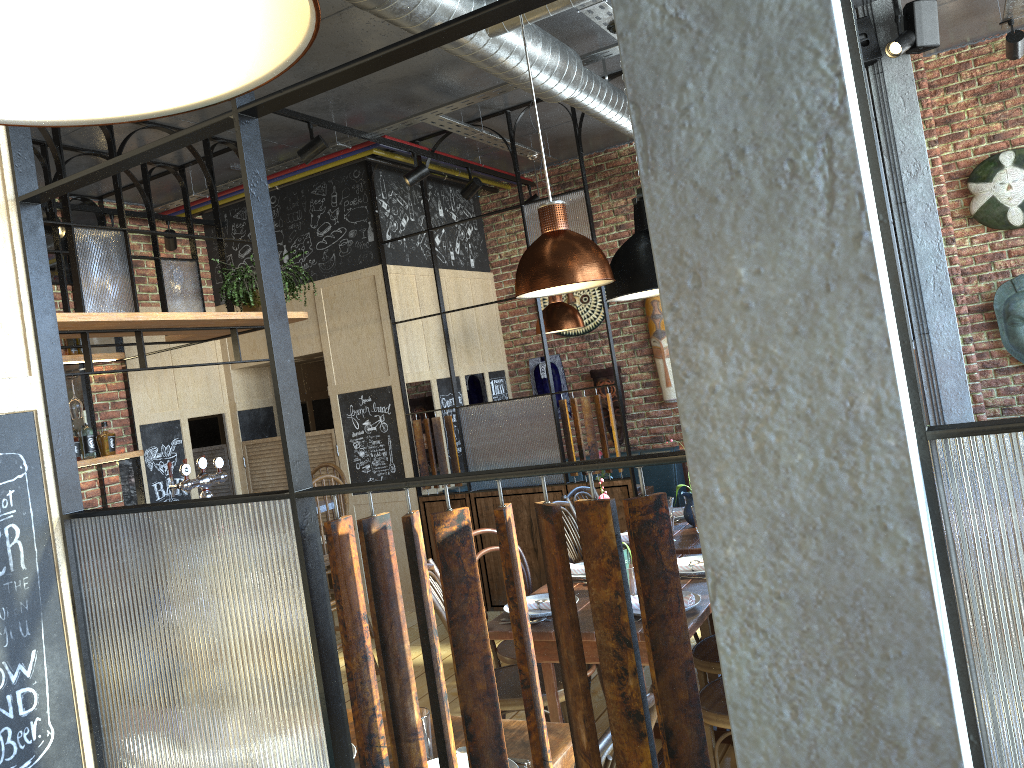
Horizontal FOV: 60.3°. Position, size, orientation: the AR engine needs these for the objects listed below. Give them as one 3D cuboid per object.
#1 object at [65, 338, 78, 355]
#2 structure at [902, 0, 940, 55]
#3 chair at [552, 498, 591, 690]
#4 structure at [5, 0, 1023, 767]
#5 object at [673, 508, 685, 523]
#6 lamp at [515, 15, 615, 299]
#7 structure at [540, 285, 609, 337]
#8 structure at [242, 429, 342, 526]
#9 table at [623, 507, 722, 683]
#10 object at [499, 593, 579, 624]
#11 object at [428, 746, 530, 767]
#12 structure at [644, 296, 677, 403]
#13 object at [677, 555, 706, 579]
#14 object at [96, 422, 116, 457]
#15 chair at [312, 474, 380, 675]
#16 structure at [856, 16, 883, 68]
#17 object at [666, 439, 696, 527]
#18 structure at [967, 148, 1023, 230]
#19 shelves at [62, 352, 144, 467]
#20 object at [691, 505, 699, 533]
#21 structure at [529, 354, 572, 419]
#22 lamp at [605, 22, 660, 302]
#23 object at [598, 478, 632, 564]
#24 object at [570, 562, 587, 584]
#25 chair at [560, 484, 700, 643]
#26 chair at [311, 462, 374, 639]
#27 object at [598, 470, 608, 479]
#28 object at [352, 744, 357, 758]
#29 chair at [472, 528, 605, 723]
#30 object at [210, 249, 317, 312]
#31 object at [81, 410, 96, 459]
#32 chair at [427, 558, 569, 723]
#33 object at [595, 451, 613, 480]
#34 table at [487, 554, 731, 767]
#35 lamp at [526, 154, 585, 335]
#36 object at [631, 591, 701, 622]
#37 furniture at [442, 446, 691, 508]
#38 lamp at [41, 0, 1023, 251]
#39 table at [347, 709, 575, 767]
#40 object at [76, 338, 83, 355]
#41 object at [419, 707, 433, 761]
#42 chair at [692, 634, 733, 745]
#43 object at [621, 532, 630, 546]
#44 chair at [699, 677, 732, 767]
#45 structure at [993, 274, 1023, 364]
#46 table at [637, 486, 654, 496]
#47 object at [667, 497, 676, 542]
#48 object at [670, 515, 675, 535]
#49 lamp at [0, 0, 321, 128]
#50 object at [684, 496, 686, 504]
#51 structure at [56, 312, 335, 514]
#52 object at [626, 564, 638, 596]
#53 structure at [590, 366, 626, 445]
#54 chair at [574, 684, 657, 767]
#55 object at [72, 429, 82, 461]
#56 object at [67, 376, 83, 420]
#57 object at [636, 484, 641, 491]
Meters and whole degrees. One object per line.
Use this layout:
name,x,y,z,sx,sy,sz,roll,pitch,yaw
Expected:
object,-2.997,-0.319,5.979,0.068,0.264,0.063,-10,-2,22
structure,2.184,-1.920,4.744,0.161,0.268,0.189,-9,-1,-21
chair,0.495,1.008,4.268,0.541,0.916,0.389,-10,-2,29
structure,-0.732,-0.009,3.850,6.156,3.329,5.726,-9,0,12
object,0.804,0.664,4.517,0.280,0.051,0.311,-9,0,32
lamp,0.089,-1.005,3.258,0.370,1.336,0.366,-9,-2,1
structure,0.505,-0.711,7.480,0.687,0.620,0.076,-9,-2,28
structure,-1.914,0.943,4.665,1.275,0.995,4.970,-9,0,1
table,0.968,1.033,4.226,0.756,0.728,0.991,-9,-1,28
object,0.094,0.785,3.136,0.280,0.051,0.311,-9,0,32
object,-0.108,0.824,1.850,0.280,0.051,0.311,-9,0,32
structure,1.207,-0.407,7.078,0.241,1.121,0.090,-10,-2,29
object,0.710,0.686,3.391,0.280,0.051,0.311,-9,0,32
object,-2.785,0.376,6.049,0.091,0.235,0.140,-9,-1,13
chair,-1.121,1.122,5.040,0.429,1.197,0.416,-10,-2,32
structure,1.916,-1.880,4.902,0.185,0.268,0.165,-9,-1,2
object,0.872,0.464,4.232,0.208,0.432,0.142,-8,-2,-43
structure,3.314,-1.287,5.819,0.552,0.521,0.141,-9,-2,29
shelves,-3.352,0.250,5.532,0.627,0.746,2.037,-10,0,27
object,0.877,0.620,4.061,0.086,0.120,0.083,-9,-1,11
structure,0.314,0.038,7.618,0.336,0.560,0.110,-10,-2,30
lamp,0.615,-1.099,4.291,0.552,1.328,0.505,-11,-2,41
object,0.342,0.555,3.272,0.142,0.427,0.209,-8,-2,-29
object,0.314,0.747,3.561,0.280,0.051,0.311,-9,0,32
chair,0.633,0.984,4.649,0.543,0.916,0.388,-10,-2,33
chair,-1.275,1.142,5.851,0.454,1.197,0.394,-10,-2,38
object,0.684,0.725,6.528,0.100,0.192,0.097,-9,-2,8
object,-0.507,0.885,2.050,0.280,0.051,0.311,-9,0,32
chair,0.109,1.073,3.715,0.418,0.922,0.574,-8,-2,-45
object,-1.502,-0.606,5.406,0.614,0.370,0.492,-9,0,7
object,-2.873,0.343,5.961,0.072,0.330,0.079,-8,-2,-38
chair,-0.021,1.095,3.277,0.525,0.916,0.402,-9,-2,4
object,0.634,0.616,6.173,0.149,0.427,0.199,-9,-2,6
table,0.477,1.116,3.257,0.756,0.728,0.991,-9,-1,28
lamp,0.257,-1.051,6.573,0.380,1.336,0.356,-10,-2,21
object,0.498,0.722,2.947,0.280,0.051,0.311,-9,0,32
furniture,0.474,1.046,6.793,1.499,0.823,1.433,-9,0,29
lamp,-0.465,-1.458,3.937,6.507,0.274,6.945,-9,0,28
table,-0.258,1.240,1.943,0.779,0.728,0.721,-9,-1,29
object,-2.963,-0.325,6.045,0.068,0.264,0.064,-10,-2,15
object,-0.218,0.805,1.989,0.081,0.120,0.087,-8,-1,-30
chair,0.920,0.948,3.205,0.543,0.916,0.388,-10,-2,33
object,0.566,0.705,4.060,0.280,0.051,0.311,-9,0,32
chair,0.840,0.963,2.751,0.543,0.916,0.388,-10,-2,33
structure,3.413,-0.409,5.810,0.382,0.640,0.100,-10,-2,31
table,0.616,1.138,6.469,0.773,0.603,0.715,-9,-1,29
object,0.695,0.613,3.976,0.094,0.192,0.102,-8,-2,-41
object,0.617,0.628,3.530,0.094,0.192,0.102,-8,-2,-41
lamp,-0.427,-0.908,0.666,0.370,1.336,0.366,-9,-2,1
object,0.907,0.613,4.388,0.086,0.120,0.083,-9,-1,11
structure,-2.361,0.819,5.004,1.808,2.176,2.248,-10,-1,28
object,0.402,0.700,3.092,0.083,0.120,0.085,-9,-1,-10
structure,0.822,0.190,7.323,0.270,0.656,0.154,-10,-2,29
chair,0.068,1.091,1.762,0.543,0.916,0.388,-10,-2,33
object,-2.913,0.384,5.826,0.082,0.263,0.074,-10,-2,30
object,-2.258,0.085,4.175,0.068,0.208,0.478,-10,0,27
object,0.816,0.775,6.593,0.338,0.051,0.258,-9,0,32
